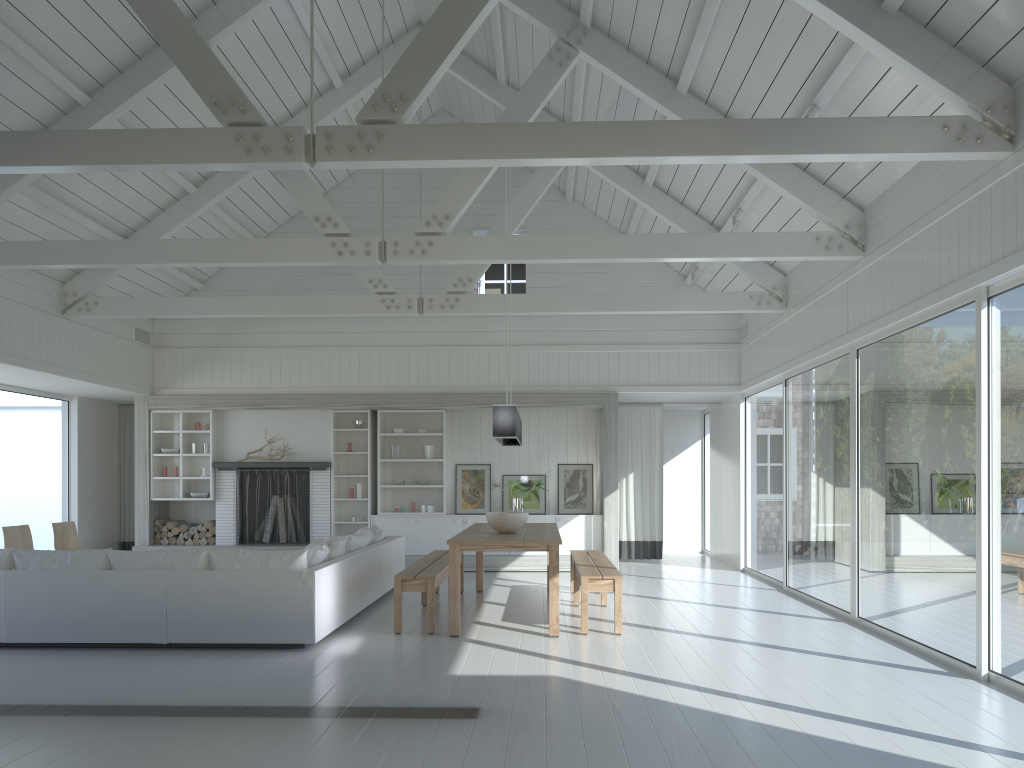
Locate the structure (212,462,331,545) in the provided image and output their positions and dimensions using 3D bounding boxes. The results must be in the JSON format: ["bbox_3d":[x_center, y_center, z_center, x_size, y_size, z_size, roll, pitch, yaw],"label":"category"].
[{"bbox_3d":[-3.290,1.752,12.453,1.616,1.286,0.861,0,-2,2],"label":"structure"}]

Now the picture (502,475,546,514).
[{"bbox_3d":[0.170,1.545,12.321,0.609,0.553,0.053,0,0,2],"label":"picture"}]

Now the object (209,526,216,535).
[{"bbox_3d":[-4.147,2.061,12.458,0.109,0.109,0.496,0,-6,0],"label":"object"}]

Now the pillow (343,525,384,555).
[{"bbox_3d":[-1.605,1.774,9.361,0.462,0.476,2.065,0,-6,-6],"label":"pillow"}]

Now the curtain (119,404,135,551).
[{"bbox_3d":[-5.669,1.487,13.405,0.630,2.369,0.116,0,0,1],"label":"curtain"}]

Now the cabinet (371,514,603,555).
[{"bbox_3d":[-0.341,2.100,12.344,3.181,0.551,0.655,0,-4,2],"label":"cabinet"}]

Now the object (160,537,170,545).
[{"bbox_3d":[-4.814,2.217,12.497,0.134,0.146,0.550,0,-6,2],"label":"object"}]

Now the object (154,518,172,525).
[{"bbox_3d":[-4.932,1.950,12.472,0.080,0.080,0.480,0,-6,0],"label":"object"}]

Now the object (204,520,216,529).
[{"bbox_3d":[-4.210,1.981,12.461,0.110,0.111,0.496,0,-6,0],"label":"object"}]

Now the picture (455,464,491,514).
[{"bbox_3d":[-0.543,1.473,12.335,0.495,0.703,0.065,0,0,2],"label":"picture"}]

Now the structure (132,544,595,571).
[{"bbox_3d":[-1.910,2.447,12.703,6.348,0.346,1.889,0,-6,2],"label":"structure"}]

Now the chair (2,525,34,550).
[{"bbox_3d":[-4.821,1.817,8.880,0.555,0.780,0.596,0,-2,2],"label":"chair"}]

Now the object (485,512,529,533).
[{"bbox_3d":[-0.045,1.253,7.965,0.389,0.185,0.391,0,-5,-7],"label":"object"}]

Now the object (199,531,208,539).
[{"bbox_3d":[-4.287,2.122,12.463,0.109,0.109,0.496,0,-6,0],"label":"object"}]

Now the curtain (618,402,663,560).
[{"bbox_3d":[1.783,1.459,13.289,1.006,2.369,0.116,0,0,2],"label":"curtain"}]

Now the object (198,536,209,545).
[{"bbox_3d":[-4.271,2.214,12.479,0.134,0.146,0.550,0,-6,2],"label":"object"}]

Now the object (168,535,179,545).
[{"bbox_3d":[-4.711,2.199,12.478,0.110,0.111,0.496,0,-6,0],"label":"object"}]

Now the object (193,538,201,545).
[{"bbox_3d":[-4.373,2.219,12.474,0.108,0.106,0.516,0,-6,0],"label":"object"}]

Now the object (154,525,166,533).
[{"bbox_3d":[-4.914,2.041,12.485,0.109,0.109,0.496,0,-6,0],"label":"object"}]

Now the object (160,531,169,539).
[{"bbox_3d":[-4.830,2.125,12.482,0.109,0.109,0.496,0,-6,0],"label":"object"}]

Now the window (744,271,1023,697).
[{"bbox_3d":[2.948,0.736,6.506,0.080,2.414,10.971,0,-6,2],"label":"window"}]

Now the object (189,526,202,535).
[{"bbox_3d":[-4.418,2.060,12.467,0.109,0.109,0.496,0,-6,0],"label":"object"}]

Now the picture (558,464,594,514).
[{"bbox_3d":[0.887,1.465,12.286,0.495,0.703,0.065,0,0,2],"label":"picture"}]

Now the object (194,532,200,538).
[{"bbox_3d":[-4.373,2.125,12.453,0.080,0.080,0.480,0,-6,0],"label":"object"}]

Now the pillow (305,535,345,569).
[{"bbox_3d":[-1.701,1.592,7.700,0.466,0.477,1.323,0,-6,-7],"label":"pillow"}]

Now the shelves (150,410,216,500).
[{"bbox_3d":[-4.535,1.009,12.383,0.865,1.239,0.549,0,-1,2],"label":"shelves"}]

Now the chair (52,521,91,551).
[{"bbox_3d":[-4.738,1.902,9.659,0.555,0.780,0.596,0,-2,2],"label":"chair"}]

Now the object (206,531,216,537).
[{"bbox_3d":[-4.194,2.112,12.453,0.080,0.079,0.480,0,-6,0],"label":"object"}]

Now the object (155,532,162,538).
[{"bbox_3d":[-4.916,2.129,12.472,0.080,0.080,0.480,0,-6,0],"label":"object"}]

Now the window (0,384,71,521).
[{"bbox_3d":[-6.264,0.912,7.930,0.080,2.415,8.748,0,-6,2],"label":"window"}]

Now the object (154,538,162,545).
[{"bbox_3d":[-4.916,2.222,12.493,0.108,0.106,0.516,0,-6,0],"label":"object"}]

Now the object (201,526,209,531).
[{"bbox_3d":[-4.275,2.030,12.450,0.080,0.080,0.480,0,-6,0],"label":"object"}]

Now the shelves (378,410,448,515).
[{"bbox_3d":[-1.367,1.108,12.403,0.939,1.443,0.606,0,-1,2],"label":"shelves"}]

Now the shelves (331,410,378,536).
[{"bbox_3d":[-2.209,1.390,12.432,0.541,1.999,0.605,0,-1,2],"label":"shelves"}]

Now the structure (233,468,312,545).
[{"bbox_3d":[-3.301,1.690,12.098,1.097,1.063,0.116,0,0,2],"label":"structure"}]

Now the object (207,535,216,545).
[{"bbox_3d":[-4.168,2.196,12.460,0.110,0.111,0.496,0,-6,0],"label":"object"}]

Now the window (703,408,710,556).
[{"bbox_3d":[3.254,1.618,14.541,0.038,2.427,0.947,0,-1,2],"label":"window"}]

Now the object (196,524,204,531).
[{"bbox_3d":[-4.339,2.019,12.452,0.086,0.091,0.481,0,-6,1],"label":"object"}]

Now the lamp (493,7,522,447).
[{"bbox_3d":[-0.034,-1.562,8.334,0.200,4.241,1.909,0,-1,2],"label":"lamp"}]
